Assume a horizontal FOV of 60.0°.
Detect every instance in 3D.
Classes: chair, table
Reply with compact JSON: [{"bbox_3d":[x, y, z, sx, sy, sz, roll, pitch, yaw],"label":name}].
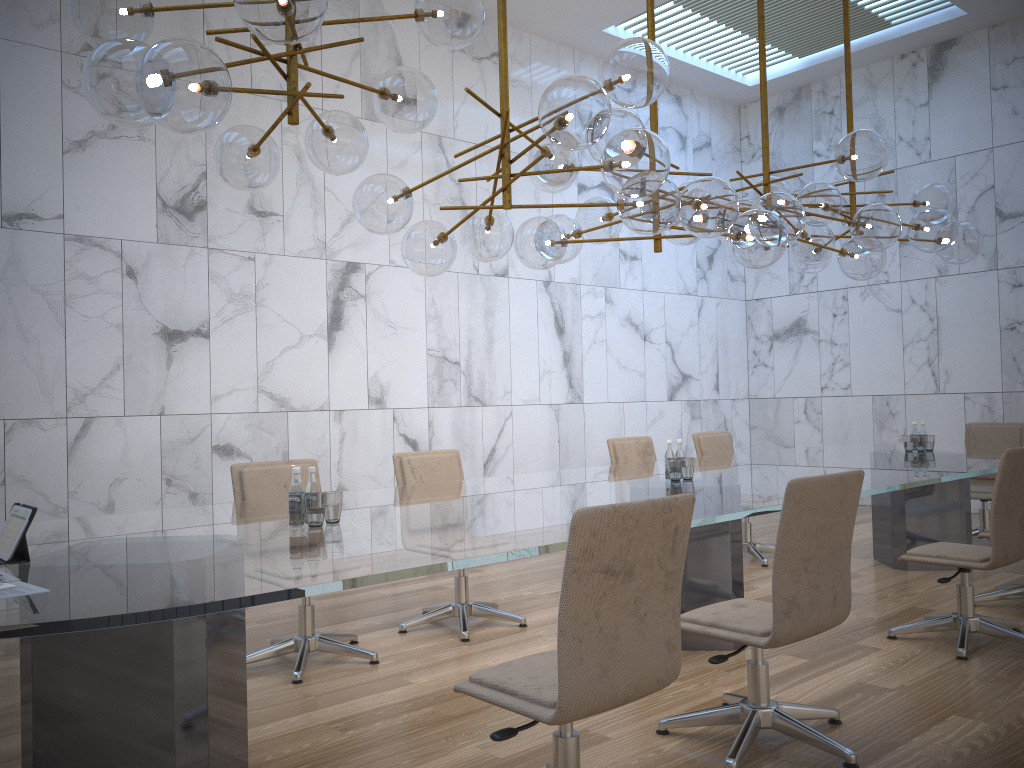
[{"bbox_3d":[1.821,0.880,7.024,0.726,1.000,0.697,0,-2,-42],"label":"chair"},{"bbox_3d":[0.930,0.819,3.275,0.726,1.000,0.697,0,-2,-41],"label":"chair"},{"bbox_3d":[-1.065,0.900,4.499,0.726,1.000,0.697,0,-2,-42],"label":"chair"},{"bbox_3d":[1.068,0.885,6.365,0.726,1.000,0.697,0,-2,-42],"label":"chair"},{"bbox_3d":[0.904,0.929,4.739,7.924,0.835,2.092,0,-2,-41],"label":"table"},{"bbox_3d":[3.954,0.832,7.411,0.697,1.000,0.726,0,-2,-41],"label":"chair"},{"bbox_3d":[0.178,0.824,2.616,0.726,1.000,0.697,0,-2,-41],"label":"chair"},{"bbox_3d":[-0.322,0.895,5.150,0.726,1.000,0.697,0,-2,-42],"label":"chair"},{"bbox_3d":[2.323,0.809,4.493,0.726,1.000,0.697,0,-2,-41],"label":"chair"},{"bbox_3d":[3.070,0.804,5.147,0.726,1.000,0.697,0,-2,-41],"label":"chair"}]

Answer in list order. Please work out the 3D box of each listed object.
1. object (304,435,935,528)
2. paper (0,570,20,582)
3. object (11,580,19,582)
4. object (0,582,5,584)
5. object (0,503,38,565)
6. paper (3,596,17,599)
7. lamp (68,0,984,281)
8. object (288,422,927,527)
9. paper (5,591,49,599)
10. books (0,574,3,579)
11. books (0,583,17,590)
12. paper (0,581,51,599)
[{"bbox_3d":[1.146,0.451,4.927,5.112,0.117,0.183,0,-2,-41],"label":"object"},{"bbox_3d":[-1.468,0.519,2.308,0.290,0.001,0.210,0,-2,-43],"label":"paper"},{"bbox_3d":[-1.468,0.520,2.308,0.290,0.001,0.210,0,-2,-43],"label":"object"},{"bbox_3d":[-1.317,0.502,2.180,0.011,0.011,0.158,-2,-1,24],"label":"object"},{"bbox_3d":[-1.567,0.452,2.662,0.205,0.159,0.255,0,-2,-41],"label":"object"},{"bbox_3d":[-1.307,0.512,2.140,0.210,0.001,0.290,-3,-2,41],"label":"paper"},{"bbox_3d":[0.738,-1.880,4.726,5.672,2.716,1.557,0,-2,-41],"label":"lamp"},{"bbox_3d":[1.123,0.404,4.973,5.189,0.213,0.124,0,-2,-41],"label":"object"},{"bbox_3d":[-1.307,0.512,2.140,0.210,0.001,0.290,-3,-2,43],"label":"paper"},{"bbox_3d":[-1.449,0.509,2.296,0.205,0.012,0.126,0,-2,-44],"label":"books"},{"bbox_3d":[-1.400,0.511,2.218,0.239,0.012,0.205,-2,-2,36],"label":"books"},{"bbox_3d":[-1.307,0.511,2.140,0.210,0.001,0.290,-3,-2,42],"label":"paper"}]
